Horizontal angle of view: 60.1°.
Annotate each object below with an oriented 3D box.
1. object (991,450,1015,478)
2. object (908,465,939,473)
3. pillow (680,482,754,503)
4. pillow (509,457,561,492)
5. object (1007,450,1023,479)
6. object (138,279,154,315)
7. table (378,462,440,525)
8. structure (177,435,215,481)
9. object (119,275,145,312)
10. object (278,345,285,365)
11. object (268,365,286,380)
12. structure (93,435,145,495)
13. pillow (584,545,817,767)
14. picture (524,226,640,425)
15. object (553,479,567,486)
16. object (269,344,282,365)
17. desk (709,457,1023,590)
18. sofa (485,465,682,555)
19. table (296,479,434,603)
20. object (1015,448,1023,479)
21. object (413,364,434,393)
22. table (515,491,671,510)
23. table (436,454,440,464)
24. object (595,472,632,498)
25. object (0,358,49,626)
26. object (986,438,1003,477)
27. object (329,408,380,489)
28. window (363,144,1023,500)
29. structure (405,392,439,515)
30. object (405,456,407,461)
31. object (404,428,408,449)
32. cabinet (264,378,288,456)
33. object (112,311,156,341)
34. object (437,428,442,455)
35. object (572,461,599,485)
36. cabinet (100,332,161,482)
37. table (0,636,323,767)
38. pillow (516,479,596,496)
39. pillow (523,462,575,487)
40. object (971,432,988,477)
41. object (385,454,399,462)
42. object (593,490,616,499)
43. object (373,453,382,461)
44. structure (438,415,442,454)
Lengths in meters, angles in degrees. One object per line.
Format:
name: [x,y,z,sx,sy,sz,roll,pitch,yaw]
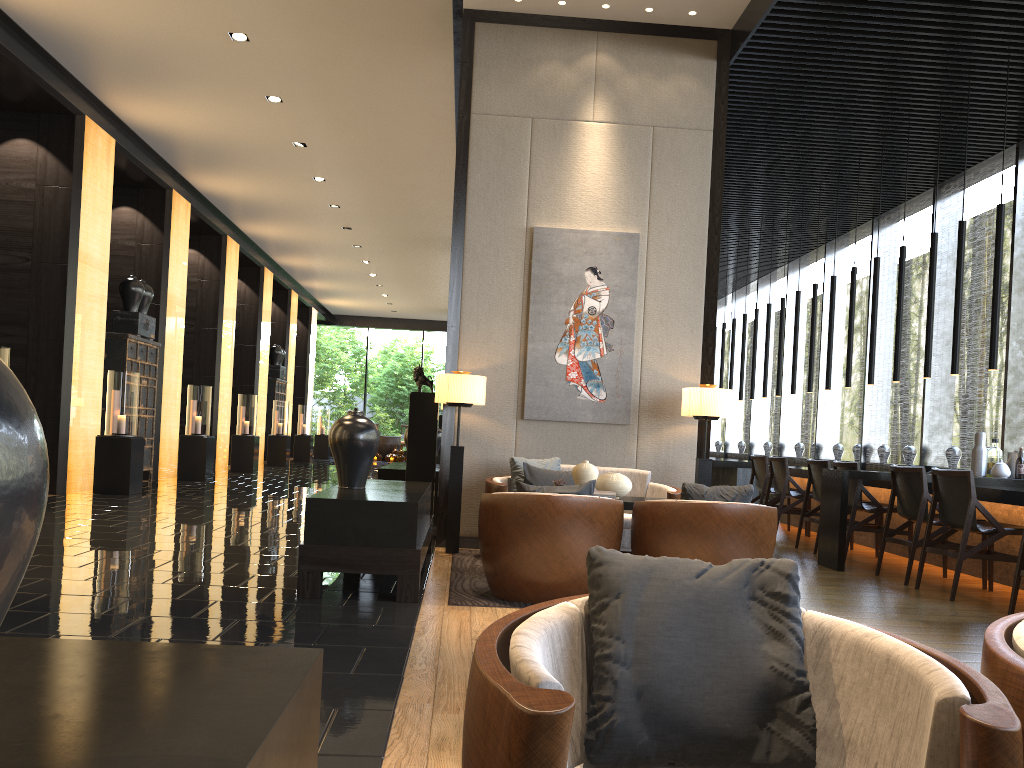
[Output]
object: [3.762,0.614,6.810,0.136,0.217,0.135,3,-1,-16]
object: [3.201,0.669,6.886,0.227,0.067,0.228,3,-3,-1]
pillow: [1.083,0.707,4.752,0.399,0.362,0.222,3,-1,-3]
pillow: [0.186,0.744,6.639,0.433,0.399,0.201,4,-1,-25]
object: [3.971,0.632,6.938,0.169,0.219,0.169,3,-1,-8]
object: [-4.963,-1.156,11.837,0.312,0.492,0.311,3,-1,-22]
table: [-1.046,1.126,9.373,0.620,0.512,1.962,3,-3,-3]
structure: [-4.665,1.089,13.082,0.402,0.657,0.402,3,-1,-3]
object: [-4.945,-1.175,11.505,0.312,0.492,0.311,4,-1,-37]
object: [-5.450,-0.655,20.643,0.312,0.492,0.311,3,-1,-22]
object: [-5.453,-0.260,20.469,0.365,0.315,0.606,3,-3,-3]
structure: [-4.502,0.922,10.149,0.402,0.657,0.402,3,-1,-3]
pillow: [0.321,0.477,1.553,0.399,0.362,0.222,3,-1,-3]
picture: [0.547,-0.453,6.926,0.835,1.501,0.037,3,0,-3]
object: [0.313,0.671,5.801,0.092,0.112,0.091,4,-2,-41]
object: [-5.432,-0.674,20.311,0.312,0.492,0.311,4,-1,-29]
desk: [3.069,1.367,11.794,1.780,0.759,28.765,3,-3,-3]
sofa: [0.514,0.957,6.559,1.449,0.693,0.603,3,-1,-3]
table: [-0.832,0.907,5.512,0.620,0.512,1.962,3,-3,-3]
object: [3.918,0.613,6.823,0.067,0.237,0.067,3,0,-9]
object: [-0.746,-0.044,7.468,0.176,0.246,0.115,3,-1,-3]
table: [0.545,0.994,5.731,1.042,0.517,0.576,3,-2,-3]
table: [-1.327,1.415,14.458,0.620,0.512,1.962,3,-3,-3]
object: [0.662,0.664,5.787,0.245,0.168,0.246,3,-2,0]
object: [-0.514,0.129,0.642,0.311,0.492,0.311,3,-1,-14]
object: [3.804,0.583,6.981,0.129,0.305,0.129,3,-1,-17]
object: [-0.970,0.392,5.435,0.311,0.492,0.312,3,-1,16]
window: [-1.137,-0.571,12.072,12.054,4.224,31.920,3,-3,-3]
structure: [-0.764,0.683,7.465,0.240,1.217,0.240,3,0,-3]
object: [-2.921,2.151,25.727,0.370,0.229,0.369,4,-3,-31]
object: [-1.001,0.629,9.443,0.312,0.492,0.311,3,-1,-22]
cabinet: [-5.621,0.850,20.435,0.548,1.922,1.188,3,-1,-3]
object: [-4.966,-0.760,11.664,0.365,0.315,0.606,3,-3,-3]
object: [-1.279,0.914,14.457,0.311,0.492,0.312,3,-1,16]
object: [0.471,0.613,5.720,0.171,0.236,0.171,2,-1,32]
cabinet: [-5.134,0.350,11.630,0.548,1.922,1.188,3,-1,-3]
table: [-0.554,0.621,0.475,0.620,0.512,1.962,3,-3,-3]
pillow: [0.227,0.664,4.703,0.441,0.338,0.205,3,-1,4]
pillow: [0.294,0.761,6.490,0.472,0.361,0.219,3,-1,-6]
object: [3.659,0.552,6.929,0.113,0.344,0.113,3,0,-8]
object: [-3.414,2.091,25.140,0.369,0.229,0.370,3,-2,-1]
object: [0.558,0.701,5.585,0.174,0.051,0.138,3,-3,-7]
object: [-3.873,2.065,25.110,0.369,0.229,0.370,2,-3,19]
structure: [-1.259,1.191,16.411,0.240,1.217,0.240,3,0,-3]
